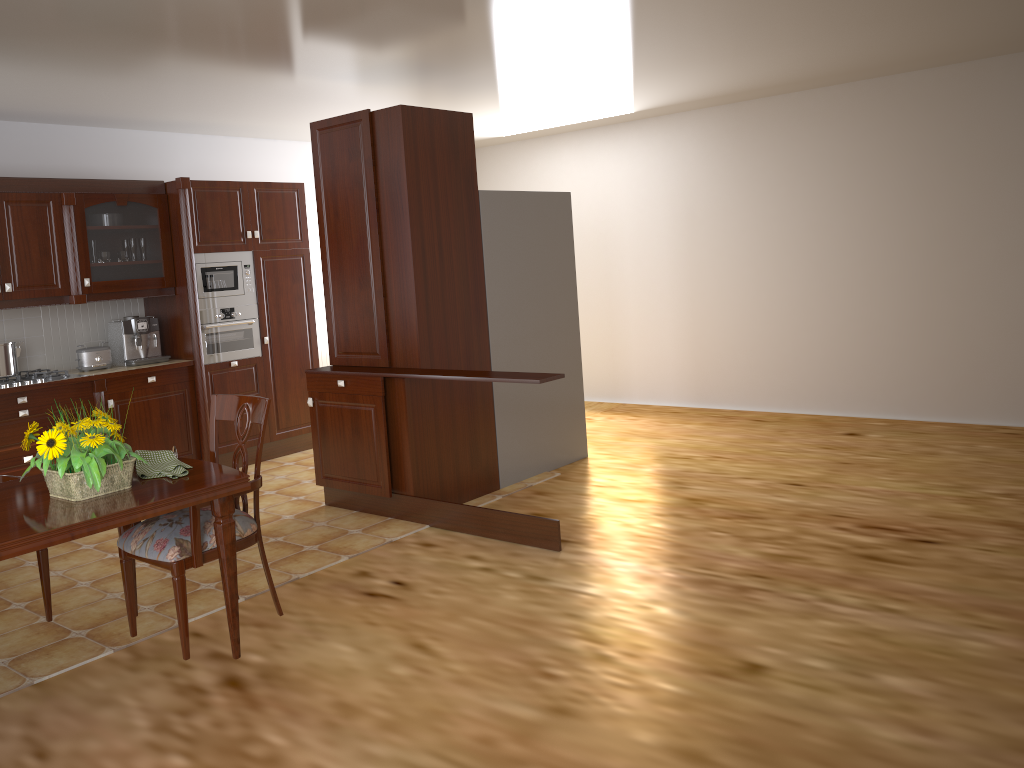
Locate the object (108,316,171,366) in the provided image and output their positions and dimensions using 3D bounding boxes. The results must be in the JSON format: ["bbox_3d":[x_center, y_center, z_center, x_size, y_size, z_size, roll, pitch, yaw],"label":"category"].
[{"bbox_3d":[-2.523,-0.297,5.972,0.323,0.320,0.276,1,7,39],"label":"object"}]

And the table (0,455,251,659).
[{"bbox_3d":[-1.545,0.659,2.307,0.735,0.554,1.690,1,9,39],"label":"table"}]

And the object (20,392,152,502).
[{"bbox_3d":[-1.243,0.185,2.571,0.318,0.335,0.301,-1,7,31],"label":"object"}]

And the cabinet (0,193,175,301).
[{"bbox_3d":[-2.676,-0.750,4.501,1.368,0.774,2.801,2,10,39],"label":"cabinet"}]

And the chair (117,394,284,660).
[{"bbox_3d":[-1.036,0.443,2.933,0.404,0.741,0.462,0,6,40],"label":"chair"}]

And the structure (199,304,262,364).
[{"bbox_3d":[-1.980,-0.353,6.204,0.041,0.373,0.498,-1,7,39],"label":"structure"}]

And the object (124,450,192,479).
[{"bbox_3d":[-1.175,0.244,2.887,0.167,0.056,0.529,-10,10,-36],"label":"object"}]

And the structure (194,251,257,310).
[{"bbox_3d":[-2.129,-0.735,6.280,0.316,0.383,0.498,0,8,39],"label":"structure"}]

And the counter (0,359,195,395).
[{"bbox_3d":[-2.772,0.083,4.683,1.825,0.032,2.803,3,11,39],"label":"counter"}]

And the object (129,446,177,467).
[{"bbox_3d":[-1.191,0.242,2.931,0.147,0.046,0.046,-10,8,-37],"label":"object"}]

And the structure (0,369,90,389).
[{"bbox_3d":[-3.061,-0.019,5.289,0.590,0.046,0.822,3,11,39],"label":"structure"}]

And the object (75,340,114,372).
[{"bbox_3d":[-2.717,-0.185,5.749,0.141,0.187,0.245,0,8,40],"label":"object"}]

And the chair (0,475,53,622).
[{"bbox_3d":[-1.891,0.485,3.060,0.459,0.741,0.407,0,6,37],"label":"chair"}]
